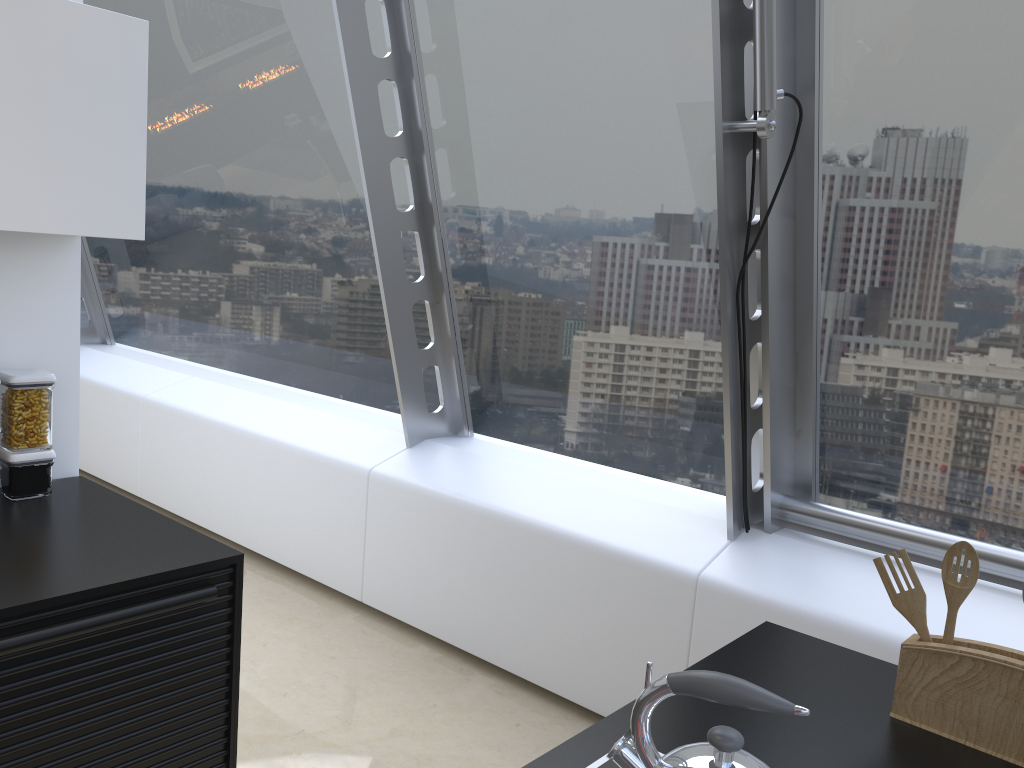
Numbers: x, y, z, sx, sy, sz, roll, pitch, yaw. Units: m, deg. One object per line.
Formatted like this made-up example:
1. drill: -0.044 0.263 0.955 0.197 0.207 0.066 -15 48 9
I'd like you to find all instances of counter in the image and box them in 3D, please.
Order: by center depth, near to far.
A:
1. counter: -0.337 0.672 0.044 1.006 0.018 3.800 11 10 40
2. counter: -2.110 0.432 0.799 0.804 0.025 3.738 11 10 40

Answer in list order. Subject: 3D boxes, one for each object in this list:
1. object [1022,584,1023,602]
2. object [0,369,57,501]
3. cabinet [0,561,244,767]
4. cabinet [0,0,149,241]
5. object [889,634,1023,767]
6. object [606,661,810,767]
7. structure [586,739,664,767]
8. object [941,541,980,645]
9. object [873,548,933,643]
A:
1. object: 0.789 0.416 1.343 0.061 0.299 0.040 11 10 38
2. object: -1.314 0.133 2.149 0.113 0.315 0.365 11 10 40
3. cabinet: -2.526 -0.128 0.178 0.831 2.901 5.157 11 10 40
4. cabinet: -2.223 -0.525 0.826 0.343 0.515 3.741 11 10 40
5. object: 0.776 0.495 1.347 0.353 0.157 0.084 11 11 41
6. object: 0.246 0.451 1.037 0.221 0.230 0.221 2 8 -18
7. structure: 0.178 0.602 0.890 0.562 0.041 0.640 11 10 40
8. object: 0.701 0.397 1.421 0.055 0.299 0.027 11 11 41
9. object: 0.671 0.410 1.445 0.016 0.259 0.199 -2 10 -38
